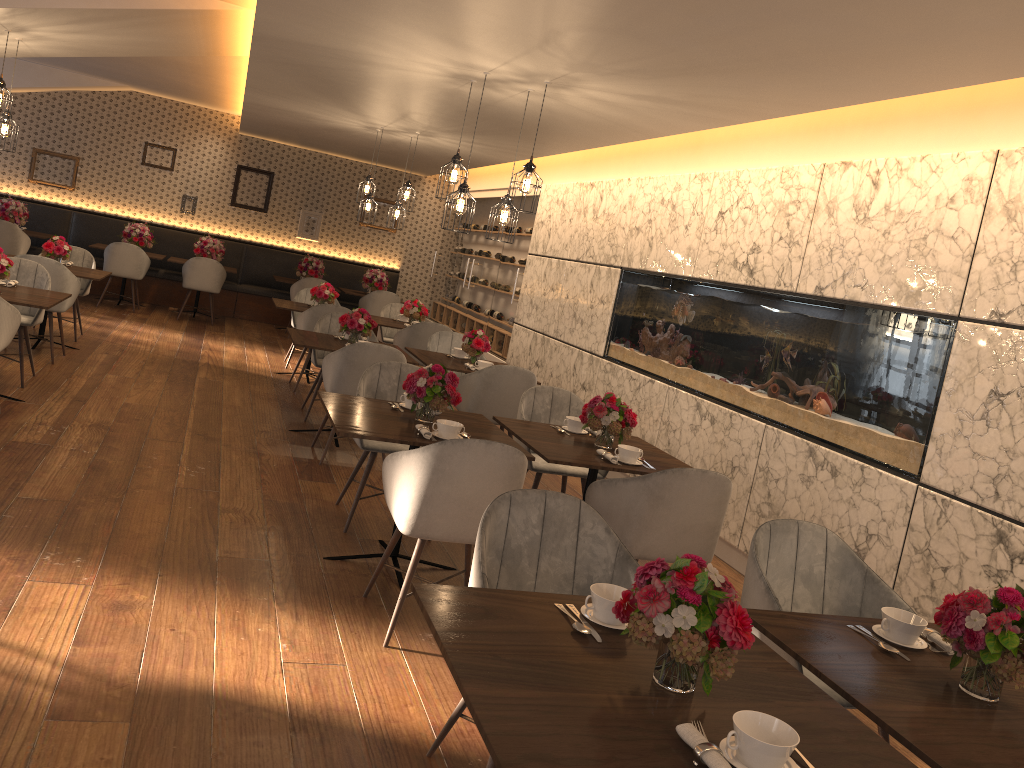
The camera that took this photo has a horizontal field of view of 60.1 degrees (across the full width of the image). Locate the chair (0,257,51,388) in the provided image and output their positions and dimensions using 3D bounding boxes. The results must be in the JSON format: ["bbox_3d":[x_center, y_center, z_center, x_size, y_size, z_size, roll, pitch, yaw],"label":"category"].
[{"bbox_3d":[-3.689,-0.472,6.431,0.563,0.869,0.530,10,5,-19],"label":"chair"}]

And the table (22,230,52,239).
[{"bbox_3d":[-6.568,-1.658,11.546,0.893,0.718,0.904,9,6,-19],"label":"table"}]

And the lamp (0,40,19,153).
[{"bbox_3d":[-3.664,-2.780,6.636,0.174,2.062,0.176,10,4,-18],"label":"lamp"}]

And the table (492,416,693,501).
[{"bbox_3d":[0.376,0.675,4.607,0.893,0.718,0.904,9,6,-19],"label":"table"}]

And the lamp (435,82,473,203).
[{"bbox_3d":[-0.203,-2.194,5.659,0.174,2.062,0.176,10,4,-18],"label":"lamp"}]

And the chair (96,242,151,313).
[{"bbox_3d":[-4.994,-1.392,11.375,0.563,0.869,0.530,10,5,-19],"label":"chair"}]

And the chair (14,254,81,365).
[{"bbox_3d":[-3.960,-0.653,7.381,0.563,0.869,0.530,10,5,-19],"label":"chair"}]

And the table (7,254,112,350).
[{"bbox_3d":[-4.214,-0.711,8.008,0.893,0.718,0.904,9,6,-19],"label":"table"}]

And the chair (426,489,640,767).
[{"bbox_3d":[0.097,0.807,2.591,0.563,0.869,0.530,10,5,-19],"label":"chair"}]

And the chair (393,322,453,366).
[{"bbox_3d":[-0.898,-0.211,8.753,0.563,0.869,0.530,10,5,-19],"label":"chair"}]

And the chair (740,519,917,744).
[{"bbox_3d":[0.992,0.949,2.899,0.563,0.869,0.530,10,5,-19],"label":"chair"}]

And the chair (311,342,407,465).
[{"bbox_3d":[-1.043,0.110,6.105,0.563,0.869,0.530,10,5,-19],"label":"chair"}]

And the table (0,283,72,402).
[{"bbox_3d":[-3.512,-0.277,5.814,0.893,0.718,0.904,9,6,-19],"label":"table"}]

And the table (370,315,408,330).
[{"bbox_3d":[-1.152,-0.268,9.380,0.893,0.718,0.904,9,6,-19],"label":"table"}]

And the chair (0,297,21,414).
[{"bbox_3d":[-3.258,-0.220,5.187,0.563,0.869,0.530,10,5,-19],"label":"chair"}]

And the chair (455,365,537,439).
[{"bbox_3d":[-0.149,0.251,6.414,0.563,0.869,0.530,10,5,-19],"label":"chair"}]

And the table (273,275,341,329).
[{"bbox_3d":[-3.033,-1.100,12.766,0.893,0.718,0.904,9,6,-19],"label":"table"}]

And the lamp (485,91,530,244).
[{"bbox_3d":[0.123,-1.920,5.587,0.174,2.062,0.176,10,4,-18],"label":"lamp"}]

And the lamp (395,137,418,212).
[{"bbox_3d":[-0.886,-2.755,8.843,0.174,2.062,0.176,10,4,-18],"label":"lamp"}]

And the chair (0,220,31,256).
[{"bbox_3d":[-6.314,-1.601,10.919,0.563,0.869,0.530,10,5,-19],"label":"chair"}]

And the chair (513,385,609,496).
[{"bbox_3d":[0.243,0.486,5.238,0.563,0.869,0.530,10,5,-19],"label":"chair"}]

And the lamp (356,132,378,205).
[{"bbox_3d":[-1.349,-2.902,9.240,0.174,2.062,0.176,10,4,-18],"label":"lamp"}]

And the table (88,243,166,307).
[{"bbox_3d":[-5.248,-1.450,12.002,0.893,0.718,0.904,9,6,-19],"label":"table"}]

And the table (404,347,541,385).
[{"bbox_3d":[-0.402,0.194,7.041,0.893,0.718,0.904,9,6,-19],"label":"table"}]

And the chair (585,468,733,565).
[{"bbox_3d":[0.630,0.732,3.980,0.563,0.869,0.530,10,5,-19],"label":"chair"}]

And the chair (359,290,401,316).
[{"bbox_3d":[-1.885,-0.901,12.447,0.563,0.869,0.530,10,5,-19],"label":"chair"}]

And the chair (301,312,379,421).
[{"bbox_3d":[-1.431,-0.136,7.364,0.563,0.869,0.530,10,5,-19],"label":"chair"}]

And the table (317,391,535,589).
[{"bbox_3d":[-0.518,0.533,4.298,0.893,0.718,0.904,9,6,-19],"label":"table"}]

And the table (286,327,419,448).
[{"bbox_3d":[-1.297,0.053,6.732,0.893,0.718,0.904,9,6,-19],"label":"table"}]

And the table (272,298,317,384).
[{"bbox_3d":[-2.046,-0.410,9.072,0.893,0.718,0.904,9,6,-19],"label":"table"}]

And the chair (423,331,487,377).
[{"bbox_3d":[-0.536,0.006,7.673,0.563,0.869,0.530,10,5,-19],"label":"chair"}]

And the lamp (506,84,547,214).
[{"bbox_3d":[0.260,-2.048,5.263,0.174,2.062,0.176,10,4,-18],"label":"lamp"}]

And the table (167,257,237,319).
[{"bbox_3d":[-4.353,-1.308,12.310,0.893,0.718,0.904,9,6,-19],"label":"table"}]

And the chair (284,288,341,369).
[{"bbox_3d":[-2.179,-0.598,9.703,0.563,0.869,0.530,10,5,-19],"label":"chair"}]

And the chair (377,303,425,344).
[{"bbox_3d":[-1.285,-0.457,10.012,0.563,0.869,0.530,10,5,-19],"label":"chair"}]

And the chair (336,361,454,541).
[{"bbox_3d":[-0.651,0.345,4.930,0.563,0.869,0.530,10,5,-19],"label":"chair"}]

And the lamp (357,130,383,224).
[{"bbox_3d":[-1.289,-2.652,8.944,0.174,2.062,0.176,10,4,-18],"label":"lamp"}]

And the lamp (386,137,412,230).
[{"bbox_3d":[-1.024,-2.628,9.168,0.174,2.062,0.176,10,4,-18],"label":"lamp"}]

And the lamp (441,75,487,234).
[{"bbox_3d":[-0.142,-1.945,5.363,0.174,2.062,0.176,10,4,-18],"label":"lamp"}]

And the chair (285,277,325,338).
[{"bbox_3d":[-2.779,-1.043,12.139,0.563,0.869,0.530,10,5,-19],"label":"chair"}]

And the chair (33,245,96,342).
[{"bbox_3d":[-4.391,-0.906,8.625,0.563,0.869,0.530,10,5,-19],"label":"chair"}]

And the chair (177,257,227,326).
[{"bbox_3d":[-4.100,-1.251,11.683,0.563,0.869,0.530,10,5,-19],"label":"chair"}]

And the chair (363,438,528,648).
[{"bbox_3d":[-0.264,0.591,3.671,0.563,0.869,0.530,10,5,-19],"label":"chair"}]

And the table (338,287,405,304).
[{"bbox_3d":[-2.139,-0.959,13.074,0.893,0.718,0.904,9,6,-19],"label":"table"}]

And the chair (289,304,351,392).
[{"bbox_3d":[-1.792,-0.352,8.445,0.563,0.869,0.530,10,5,-19],"label":"chair"}]

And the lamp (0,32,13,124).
[{"bbox_3d":[-3.527,-2.907,6.312,0.174,2.062,0.176,10,4,-18],"label":"lamp"}]
